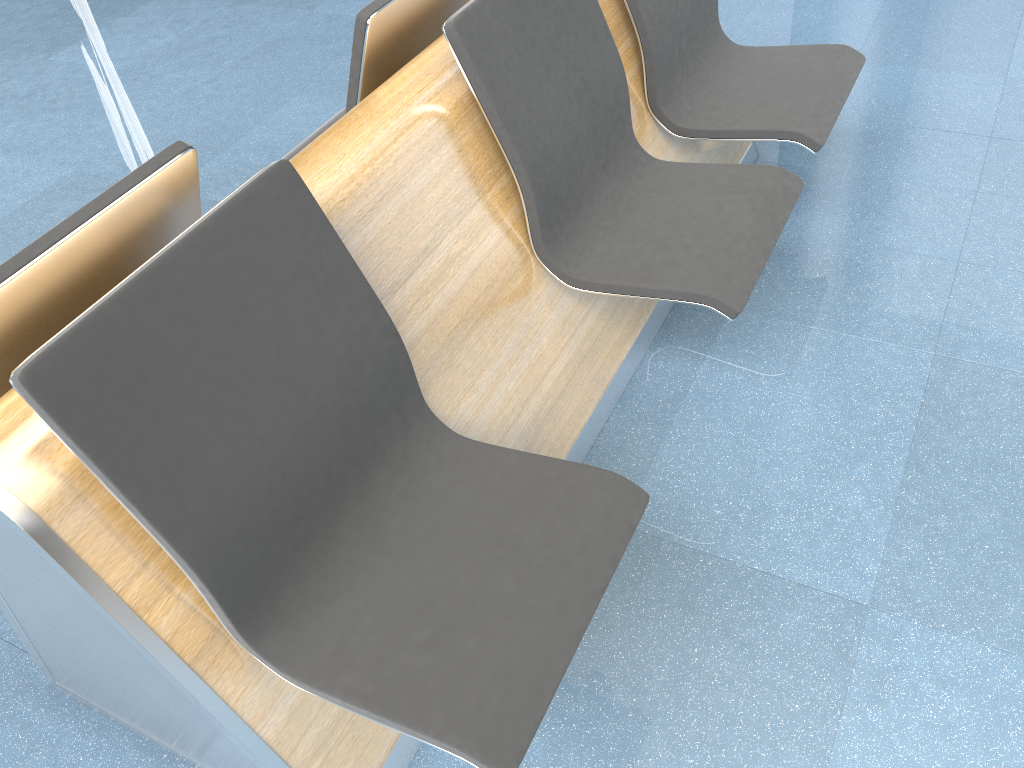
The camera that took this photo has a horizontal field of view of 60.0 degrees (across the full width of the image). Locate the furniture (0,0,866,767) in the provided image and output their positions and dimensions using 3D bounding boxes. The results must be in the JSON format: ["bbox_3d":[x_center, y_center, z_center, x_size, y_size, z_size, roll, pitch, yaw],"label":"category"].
[{"bbox_3d":[-0.107,-0.396,1.956,1.301,0.896,2.281,15,48,24],"label":"furniture"}]
